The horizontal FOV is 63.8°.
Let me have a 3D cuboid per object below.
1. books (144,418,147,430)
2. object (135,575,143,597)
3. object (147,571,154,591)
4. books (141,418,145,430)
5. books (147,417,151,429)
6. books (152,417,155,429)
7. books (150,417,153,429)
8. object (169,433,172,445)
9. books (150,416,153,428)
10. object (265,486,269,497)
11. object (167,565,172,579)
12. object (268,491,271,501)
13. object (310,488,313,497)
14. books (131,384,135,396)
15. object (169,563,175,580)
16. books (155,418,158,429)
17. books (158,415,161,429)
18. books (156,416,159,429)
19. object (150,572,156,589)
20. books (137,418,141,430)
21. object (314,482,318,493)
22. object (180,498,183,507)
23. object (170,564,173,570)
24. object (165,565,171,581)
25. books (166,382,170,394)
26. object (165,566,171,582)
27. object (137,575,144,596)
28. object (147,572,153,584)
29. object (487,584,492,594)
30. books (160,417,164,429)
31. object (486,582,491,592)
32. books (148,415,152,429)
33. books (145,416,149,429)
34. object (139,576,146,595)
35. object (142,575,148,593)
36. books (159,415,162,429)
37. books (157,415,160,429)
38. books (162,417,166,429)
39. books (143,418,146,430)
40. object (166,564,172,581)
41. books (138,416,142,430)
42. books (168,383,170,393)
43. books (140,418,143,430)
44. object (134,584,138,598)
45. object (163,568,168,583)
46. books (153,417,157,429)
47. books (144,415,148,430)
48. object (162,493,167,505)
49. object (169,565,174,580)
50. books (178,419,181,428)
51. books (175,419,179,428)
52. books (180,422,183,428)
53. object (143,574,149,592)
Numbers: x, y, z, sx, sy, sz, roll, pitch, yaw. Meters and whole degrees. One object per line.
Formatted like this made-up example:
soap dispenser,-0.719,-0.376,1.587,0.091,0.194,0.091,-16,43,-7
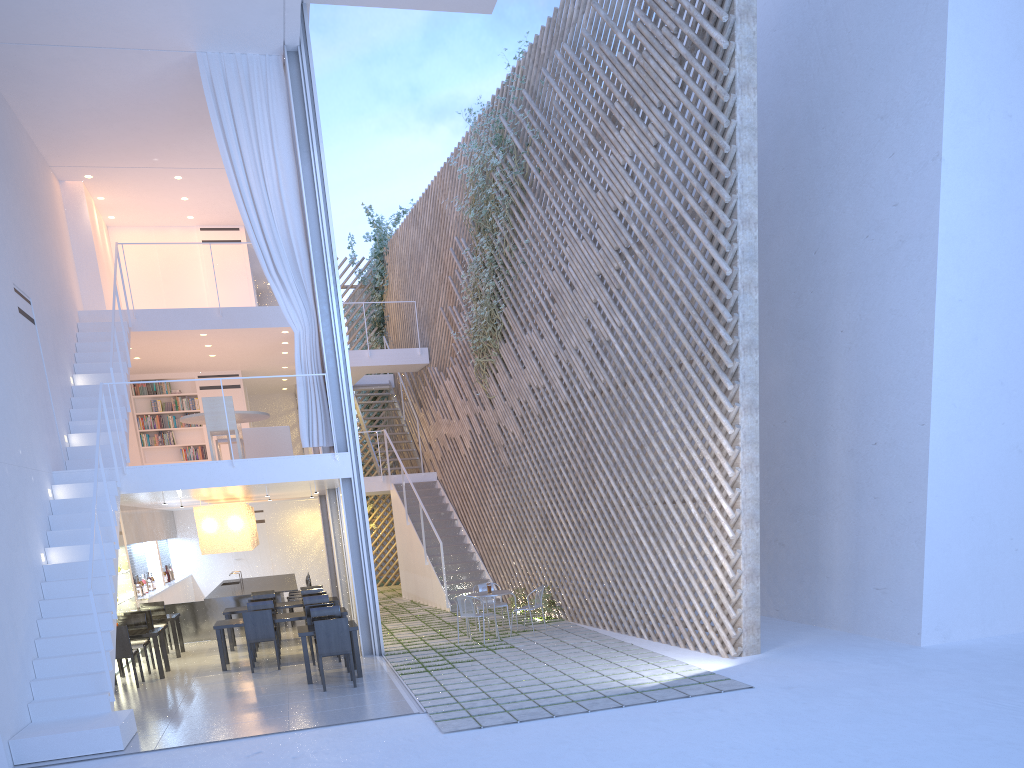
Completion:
books,-3.835,0.426,8.619,0.006,0.125,0.078,-8,8,-17
object,-3.169,1.640,6.574,0.046,0.296,1.978,-8,-7,-16
object,-3.587,1.951,8.135,0.045,0.212,0.044,-7,12,-13
books,-3.853,0.424,8.609,0.020,0.128,0.089,-8,7,-16
books,-3.799,0.420,8.623,0.015,0.132,0.086,-8,7,-17
books,-3.759,0.416,8.629,0.007,0.134,0.092,-8,7,-17
books,-3.774,0.417,8.626,0.005,0.134,0.092,-8,7,-17
object,-3.612,0.588,8.715,0.006,0.134,0.069,-8,9,-17
books,-3.767,0.414,8.627,0.008,0.140,0.092,-8,7,-17
object,-1.716,0.750,5.753,0.029,0.083,0.027,-5,11,-4
object,-4.006,2.208,9.609,0.045,0.195,0.043,3,14,31
object,-1.976,0.908,6.691,0.029,0.083,0.027,-5,11,-4
object,-1.653,0.893,6.770,0.029,0.083,0.027,-5,11,-4
books,-3.918,0.059,8.518,0.015,0.148,0.085,-8,8,-17
object,-4.031,2.217,9.720,0.047,0.212,0.042,2,14,26
books,-3.727,0.419,8.643,0.018,0.126,0.082,-8,7,-16
books,-3.697,0.406,8.648,0.008,0.151,0.080,-8,9,-17
books,-3.714,0.408,8.642,0.010,0.147,0.086,-8,8,-17
object,-3.652,2.000,8.360,0.041,0.190,0.040,8,17,44
books,-3.891,0.423,8.597,0.015,0.134,0.092,-8,7,-17
object,-2.416,1.303,6.546,1.655,0.845,1.826,-4,-4,-17
object,-2.627,0.940,6.533,0.029,0.083,0.027,-5,11,-4
object,-4.046,2.235,9.782,0.044,0.194,0.040,-5,12,-3
object,-3.962,2.174,9.458,0.046,0.213,0.043,-8,13,-15
books,-3.590,0.050,8.596,0.015,0.134,0.092,-8,7,-17
object,-3.907,2.154,9.322,0.043,0.202,0.044,-10,13,-23
object,-3.181,1.647,6.618,0.105,0.295,2.053,-7,-7,-15
object,-3.650,1.983,8.289,0.043,0.202,0.044,-10,13,-23
object,-0.168,1.545,6.197,0.031,0.080,0.029,1,12,30
books,-3.672,0.415,8.652,0.015,0.129,0.089,-8,7,-17
object,-0.180,1.574,6.387,0.031,0.080,0.029,1,12,30
books,-3.785,0.406,8.624,0.015,0.159,0.084,-8,9,-17
books,-3.815,0.414,8.622,0.015,0.148,0.075,-8,9,-16
object,-3.180,1.641,6.588,0.058,0.300,2.407,-8,-7,-16
object,-3.529,1.918,7.896,0.043,0.194,0.041,-7,12,-14
books,-3.687,0.405,8.649,0.011,0.151,0.083,-8,9,-17
books,-3.705,0.406,8.643,0.009,0.152,0.086,-8,8,-17
books,-3.664,0.413,8.664,0.006,0.134,0.069,-8,9,-17
books,-3.840,0.423,8.610,0.006,0.128,0.092,-8,7,-17
object,-3.988,2.188,9.539,0.045,0.212,0.044,-7,12,-13
books,-3.878,0.416,8.602,0.015,0.148,0.085,-8,8,-17
books,-3.580,0.053,8.601,0.006,0.126,0.087,-8,7,-17
books,-3.866,0.426,8.607,0.006,0.126,0.087,-8,7,-17
object,-3.178,1.631,6.504,0.045,0.295,1.854,-8,-7,-15
object,-3.894,2.145,9.219,0.041,0.190,0.040,8,17,44
books,-3.749,0.417,8.644,0.020,0.136,0.067,-8,9,-16
books,-3.828,0.408,8.616,0.011,0.160,0.079,-8,9,-17
object,-2.367,0.782,5.595,0.029,0.083,0.027,-5,11,-4
object,-4.006,2.216,9.665,0.045,0.195,0.043,-8,12,-15
books,-3.518,0.422,8.707,0.020,0.103,0.060,-8,8,-16
books,-3.538,0.423,8.702,0.020,0.103,0.060,-8,8,-16
books,-3.498,0.421,8.712,0.020,0.103,0.060,-8,8,-16
object,-3.569,1.939,8.013,0.045,0.195,0.042,3,14,31
